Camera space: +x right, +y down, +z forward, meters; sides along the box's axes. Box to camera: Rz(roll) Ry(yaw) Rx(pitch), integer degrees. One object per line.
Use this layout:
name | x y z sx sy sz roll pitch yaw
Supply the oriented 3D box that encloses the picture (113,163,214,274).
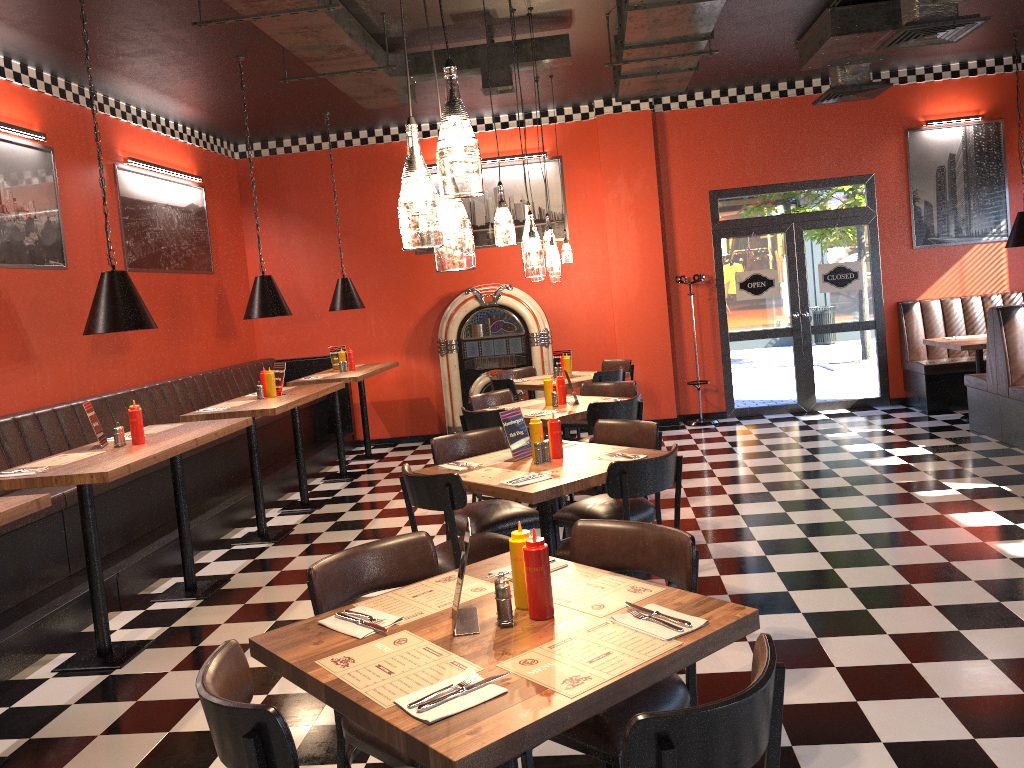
picture | -3.330 -1.546 8.595 0.023 0.937 1.776 -5 5 6

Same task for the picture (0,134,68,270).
picture | -3.583 -1.254 5.972 0.023 0.937 1.776 -5 5 6

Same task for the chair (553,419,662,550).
chair | 0.555 0.660 4.857 0.546 0.865 0.486 -9 5 -39

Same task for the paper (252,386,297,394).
paper | -2.038 0.053 7.606 0.261 0.001 0.367 -5 6 8

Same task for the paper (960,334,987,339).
paper | 4.651 -0.477 8.874 0.365 0.001 0.262 -5 6 6

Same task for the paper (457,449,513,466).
paper | -0.073 0.391 4.714 0.366 0.001 0.261 -10 7 -38

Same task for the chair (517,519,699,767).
chair | 0.303 0.904 2.696 0.486 0.865 0.546 -1 6 45

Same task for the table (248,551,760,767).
table | -0.006 1.015 2.351 0.963 0.772 0.956 -9 6 -39

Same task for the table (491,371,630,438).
table | 0.503 0.325 8.649 0.960 0.772 0.960 -9 6 -39

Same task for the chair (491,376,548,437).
chair | 0.107 0.344 8.359 0.545 0.865 0.487 -7 4 -19

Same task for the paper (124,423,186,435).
paper | -2.246 0.284 5.525 0.261 0.001 0.367 -5 6 8

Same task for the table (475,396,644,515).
table | 0.335 0.546 6.633 0.960 0.772 0.960 -9 6 -39

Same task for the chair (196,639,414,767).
chair | -0.396 1.036 2.047 0.546 0.865 0.487 -7 4 -27

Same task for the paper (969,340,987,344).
paper | 4.488 -0.399 8.259 0.365 0.001 0.262 -5 6 3

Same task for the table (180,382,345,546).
table | -1.855 0.597 7.036 0.695 0.997 1.698 -5 5 6

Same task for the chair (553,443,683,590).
chair | 0.532 0.735 4.144 0.488 0.865 0.544 -9 5 -42

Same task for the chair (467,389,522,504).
chair | -0.019 0.496 6.984 0.544 0.865 0.488 -2 5 43

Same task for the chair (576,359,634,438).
chair | 0.972 0.202 8.963 0.546 0.865 0.486 -8 4 -29

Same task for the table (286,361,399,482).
table | -1.650 0.361 9.162 0.695 0.997 1.698 -5 5 6

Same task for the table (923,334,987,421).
table | 5.044 -0.092 8.554 1.691 0.772 0.960 -5 5 6

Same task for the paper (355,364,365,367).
paper | -1.794 -0.193 9.784 0.261 0.001 0.367 -5 6 8

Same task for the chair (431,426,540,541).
chair | -0.135 0.713 4.970 0.487 0.865 0.545 -8 5 -30

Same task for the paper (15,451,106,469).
paper | -2.316 0.389 4.563 0.261 0.001 0.367 -5 6 8

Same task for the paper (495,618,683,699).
paper | 0.184 0.635 2.083 0.366 0.001 0.261 -10 7 -39

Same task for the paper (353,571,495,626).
paper | -0.244 0.623 2.598 0.366 0.001 0.261 -10 7 -39

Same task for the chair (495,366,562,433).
chair | 0.151 0.279 8.962 0.487 0.865 0.545 -8 5 -30

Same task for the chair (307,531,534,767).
chair | -0.299 0.955 2.743 0.488 0.865 0.544 -9 5 -44

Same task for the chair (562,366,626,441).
chair | 0.802 0.289 8.258 0.544 0.865 0.488 -2 5 38

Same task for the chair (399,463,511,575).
chair | -0.212 0.796 4.226 0.546 0.865 0.486 -8 5 -36

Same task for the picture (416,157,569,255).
picture | -0.268 -2.032 10.137 1.769 0.937 0.023 -5 3 6

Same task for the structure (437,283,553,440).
structure | -0.168 -0.245 9.976 1.294 1.763 0.502 -5 3 6

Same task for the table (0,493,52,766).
table | -2.261 1.064 2.834 0.695 0.997 1.698 -5 5 6

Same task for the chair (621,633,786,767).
chair | 0.308 0.987 1.873 0.488 0.865 0.544 -9 5 -44

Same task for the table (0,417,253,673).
table | -2.058 0.830 4.940 0.695 0.997 1.698 -5 5 6

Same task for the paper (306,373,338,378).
paper | -1.888 -0.084 8.810 0.261 0.001 0.367 -5 6 8

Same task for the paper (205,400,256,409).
paper | -2.124 0.154 6.692 0.261 0.001 0.367 -5 6 8

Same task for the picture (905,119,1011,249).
picture | 4.851 -2.169 9.636 1.023 1.298 0.016 -5 3 6

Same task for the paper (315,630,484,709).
paper | -0.276 0.674 2.122 0.262 0.001 0.365 -10 7 -36

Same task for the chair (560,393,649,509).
chair | 0.648 0.518 6.158 0.488 0.865 0.544 -8 5 -35

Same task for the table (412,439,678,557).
table | 0.187 0.778 4.501 0.960 0.772 0.960 -9 6 -39

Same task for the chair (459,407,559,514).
chair | -0.042 0.571 6.271 0.546 0.865 0.486 -9 5 -44

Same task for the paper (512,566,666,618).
paper | 0.215 0.587 2.528 0.262 0.001 0.365 -10 8 -39

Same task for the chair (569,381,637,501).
chair | 0.726 0.435 6.902 0.486 0.865 0.547 -3 5 29
